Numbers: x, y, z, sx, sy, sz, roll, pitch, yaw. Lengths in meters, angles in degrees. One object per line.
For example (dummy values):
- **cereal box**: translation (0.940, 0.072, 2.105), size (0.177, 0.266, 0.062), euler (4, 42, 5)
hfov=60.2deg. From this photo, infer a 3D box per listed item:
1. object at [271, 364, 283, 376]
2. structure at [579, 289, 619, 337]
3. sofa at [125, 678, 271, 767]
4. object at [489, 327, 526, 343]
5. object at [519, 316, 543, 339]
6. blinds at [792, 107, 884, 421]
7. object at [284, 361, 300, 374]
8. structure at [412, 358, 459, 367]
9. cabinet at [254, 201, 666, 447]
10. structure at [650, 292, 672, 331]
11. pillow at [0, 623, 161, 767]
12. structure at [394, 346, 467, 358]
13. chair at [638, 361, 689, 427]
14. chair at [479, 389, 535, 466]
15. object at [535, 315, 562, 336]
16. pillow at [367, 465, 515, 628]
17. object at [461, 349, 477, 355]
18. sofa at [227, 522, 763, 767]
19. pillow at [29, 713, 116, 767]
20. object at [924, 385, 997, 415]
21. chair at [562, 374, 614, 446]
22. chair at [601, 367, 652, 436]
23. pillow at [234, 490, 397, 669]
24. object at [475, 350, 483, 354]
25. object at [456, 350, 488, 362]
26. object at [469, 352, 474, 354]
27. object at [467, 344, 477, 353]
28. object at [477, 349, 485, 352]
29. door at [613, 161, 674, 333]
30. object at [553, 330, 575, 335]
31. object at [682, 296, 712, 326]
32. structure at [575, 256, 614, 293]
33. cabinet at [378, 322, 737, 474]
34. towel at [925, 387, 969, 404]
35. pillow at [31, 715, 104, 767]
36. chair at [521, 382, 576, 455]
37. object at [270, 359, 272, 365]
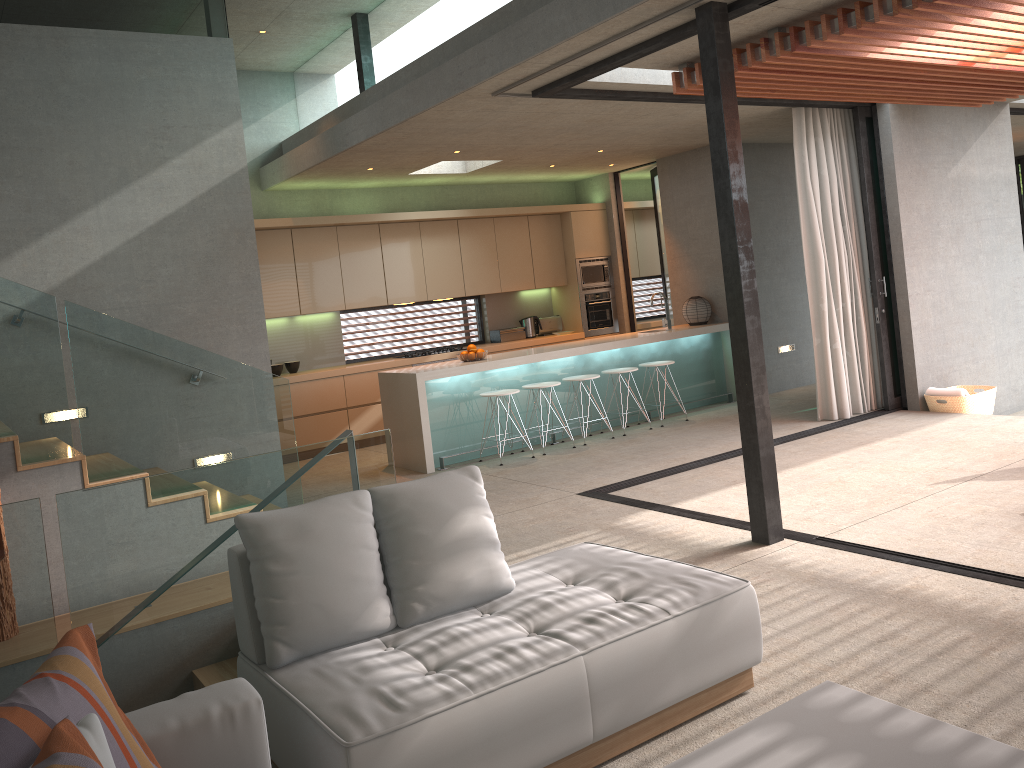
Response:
- **object**: translation (-2.552, -0.145, 9.552), size (0.169, 0.126, 0.170), euler (-2, 6, 43)
- **structure**: translation (1.040, -0.946, 11.820), size (0.599, 0.579, 0.496), euler (-9, 4, -33)
- **sofa**: translation (-0.195, 1.082, 0.693), size (1.055, 0.751, 3.455), euler (-9, 6, -33)
- **object**: translation (-0.052, -0.634, 11.418), size (0.402, 0.159, 0.240), euler (-10, 6, -33)
- **object**: translation (0.240, -0.747, 11.573), size (0.279, 0.285, 0.177), euler (-8, 3, -28)
- **blinds**: translation (3.097, -1.168, 8.422), size (0.890, 2.928, 0.229), euler (-8, 2, -37)
- **object**: translation (-2.430, -0.183, 9.794), size (0.169, 0.126, 0.170), euler (-2, 6, 43)
- **structure**: translation (-0.773, -0.034, 10.333), size (0.833, 0.500, 0.079), euler (-9, 3, -33)
- **cabinet**: translation (0.207, -0.883, 10.583), size (7.512, 2.561, 1.961), euler (-10, 4, -33)
- **structure**: translation (1.655, -0.817, 9.964), size (0.097, 0.440, 0.257), euler (-7, 2, -33)
- **pillow**: translation (-0.964, 0.819, 1.753), size (0.279, 0.503, 0.701), euler (-6, 4, 10)
- **structure**: translation (-0.944, -0.358, 10.535), size (0.843, 0.091, 0.463), euler (-10, 7, -33)
- **chair**: translation (1.535, 0.092, 9.181), size (0.384, 0.622, 0.381), euler (-8, 3, -33)
- **chair**: translation (-0.080, 0.385, 8.099), size (0.384, 0.622, 0.381), euler (-8, 3, -33)
- **object**: translation (0.477, -0.776, 11.788), size (0.392, 0.247, 0.150), euler (-9, 4, -33)
- **pillow**: translation (-0.263, 0.589, 3.296), size (0.495, 0.482, 0.265), euler (-9, 3, -33)
- **object**: translation (-0.421, -0.278, 8.558), size (0.173, 0.100, 0.097), euler (-5, 4, 11)
- **sofa**: translation (-0.051, 0.824, 3.131), size (1.605, 0.731, 1.011), euler (-10, 5, -33)
- **pillow**: translation (-0.807, 0.867, 1.499), size (0.238, 0.404, 0.597), euler (-6, 4, 10)
- **object**: translation (4.233, 0.214, 8.314), size (0.684, 0.300, 0.445), euler (-10, 6, -34)
- **chair**: translation (0.708, 0.242, 8.625), size (0.384, 0.622, 0.381), euler (-8, 3, -33)
- **chair**: translation (1.118, 0.167, 8.901), size (0.384, 0.622, 0.381), euler (-8, 3, -33)
- **pillow**: translation (-0.664, 0.651, 3.032), size (0.495, 0.497, 0.237), euler (-9, 3, -33)
- **object**: translation (-0.312, -0.286, 8.554), size (0.087, 0.087, 0.087), euler (-10, 5, -43)
- **object**: translation (-0.384, -0.267, 8.605), size (0.317, 0.082, 0.315), euler (-10, 7, -33)
- **object**: translation (-0.386, -0.270, 8.516), size (0.081, 0.081, 0.081), euler (-7, 3, -4)
- **object**: translation (-0.393, -0.342, 8.639), size (0.095, 0.094, 0.094), euler (-7, 4, -13)
- **object**: translation (-0.309, -0.298, 8.646), size (0.095, 0.094, 0.094), euler (-10, 5, -44)
- **door**: translation (-0.235, 0.178, 6.102), size (5.756, 4.462, 15.437), euler (-4, 6, 29)
- **object**: translation (0.676, -0.667, 11.553), size (0.309, 0.034, 0.312), euler (-4, 6, 25)
- **object**: translation (2.164, -0.859, 10.346), size (0.342, 0.334, 0.339), euler (-10, 5, -42)
- **structure**: translation (0.973, -1.451, 11.826), size (0.600, 0.436, 0.459), euler (-9, 5, -33)
- **cabinet**: translation (0.682, 0.035, 9.312), size (4.144, 0.897, 0.799), euler (-10, 5, -33)
- **towel**: translation (4.105, 0.179, 8.226), size (0.311, 0.311, 0.368), euler (-9, 4, -33)
- **pillow**: translation (-0.609, 0.844, 1.244), size (0.311, 0.493, 0.738), euler (-7, 4, -10)
- **chair**: translation (0.311, 0.314, 8.360), size (0.384, 0.622, 0.381), euler (-8, 3, -33)
- **object**: translation (-2.726, -0.165, 9.641), size (0.224, 0.187, 0.227), euler (-4, 5, 34)
